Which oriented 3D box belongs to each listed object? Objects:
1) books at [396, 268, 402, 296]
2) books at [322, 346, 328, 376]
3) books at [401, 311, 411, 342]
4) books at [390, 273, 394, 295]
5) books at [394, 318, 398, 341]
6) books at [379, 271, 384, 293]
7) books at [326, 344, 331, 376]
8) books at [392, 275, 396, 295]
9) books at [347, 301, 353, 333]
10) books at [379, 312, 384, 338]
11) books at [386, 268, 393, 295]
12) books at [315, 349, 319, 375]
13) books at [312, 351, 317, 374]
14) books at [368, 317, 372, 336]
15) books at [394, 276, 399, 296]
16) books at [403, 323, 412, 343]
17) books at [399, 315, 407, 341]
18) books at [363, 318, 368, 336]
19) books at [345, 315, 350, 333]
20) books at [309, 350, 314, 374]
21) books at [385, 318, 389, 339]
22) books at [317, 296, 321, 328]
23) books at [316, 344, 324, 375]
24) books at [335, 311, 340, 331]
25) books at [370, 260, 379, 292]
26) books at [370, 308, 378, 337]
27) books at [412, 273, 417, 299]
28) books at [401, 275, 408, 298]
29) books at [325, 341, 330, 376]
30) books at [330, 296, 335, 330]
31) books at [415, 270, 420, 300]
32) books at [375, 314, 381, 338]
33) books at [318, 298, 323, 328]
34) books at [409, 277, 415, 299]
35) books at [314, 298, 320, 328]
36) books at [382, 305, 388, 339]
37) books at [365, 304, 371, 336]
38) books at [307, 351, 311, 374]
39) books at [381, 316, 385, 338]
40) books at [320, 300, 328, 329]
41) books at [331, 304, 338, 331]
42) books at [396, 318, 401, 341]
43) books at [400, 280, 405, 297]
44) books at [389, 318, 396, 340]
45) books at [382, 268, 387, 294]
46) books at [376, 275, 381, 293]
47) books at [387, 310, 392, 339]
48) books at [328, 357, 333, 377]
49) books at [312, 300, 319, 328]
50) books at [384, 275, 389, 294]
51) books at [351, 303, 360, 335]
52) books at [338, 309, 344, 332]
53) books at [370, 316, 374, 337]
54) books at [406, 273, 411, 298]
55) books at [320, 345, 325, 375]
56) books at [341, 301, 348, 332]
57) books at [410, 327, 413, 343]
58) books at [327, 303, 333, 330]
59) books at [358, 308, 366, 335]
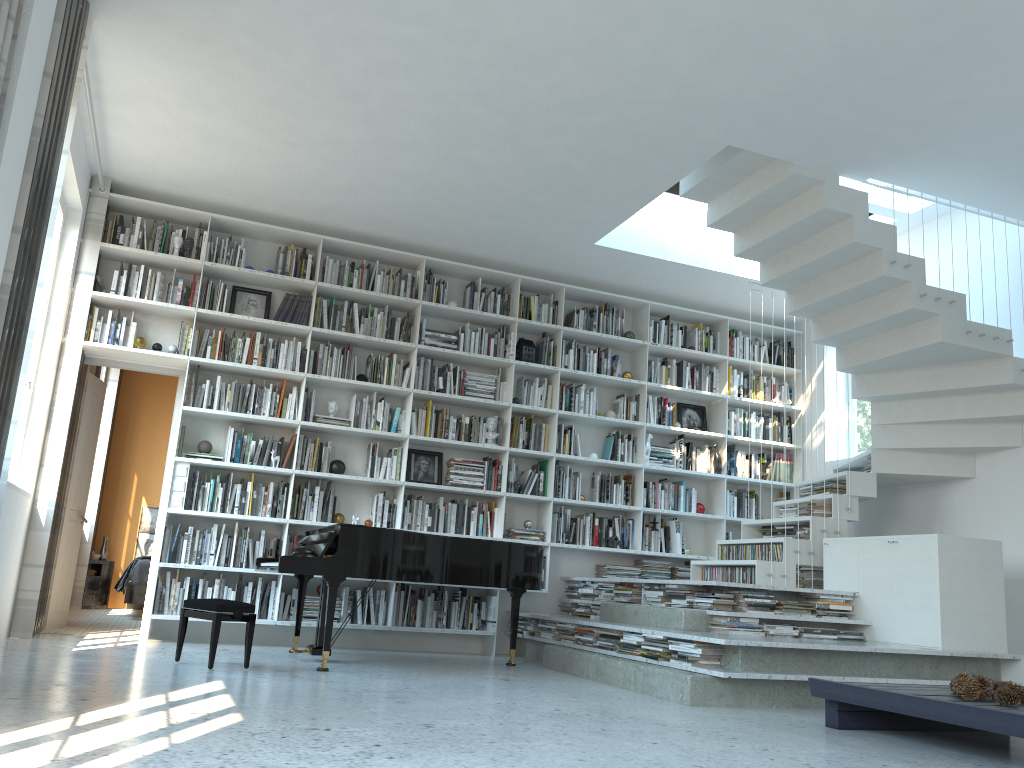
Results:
[{"bbox_3d":[-0.947,-0.798,7.330,0.013,0.285,0.160,9,-13,-20],"label":"books"},{"bbox_3d":[-1.489,-0.150,6.986,0.024,0.261,0.178,9,-13,-20],"label":"books"},{"bbox_3d":[-0.893,-0.439,7.278,0.058,0.302,0.175,9,-13,-20],"label":"books"},{"bbox_3d":[-1.010,-0.781,7.299,0.021,0.228,0.161,9,-13,-20],"label":"books"},{"bbox_3d":[-0.970,-0.410,7.247,0.022,0.222,0.161,9,-13,-20],"label":"books"},{"bbox_3d":[-1.089,-0.794,7.281,0.026,0.235,0.134,9,-13,-20],"label":"books"},{"bbox_3d":[-1.460,-0.158,6.989,0.010,0.283,0.184,9,-13,-20],"label":"books"},{"bbox_3d":[-0.990,-0.770,7.291,0.013,0.206,0.178,9,-13,-20],"label":"books"},{"bbox_3d":[-1.315,-0.505,7.146,0.013,0.314,0.135,9,-13,-20],"label":"books"},{"bbox_3d":[-1.087,-0.445,7.215,0.028,0.260,0.136,9,-13,-20],"label":"books"},{"bbox_3d":[-1.023,-0.803,7.290,0.014,0.266,0.192,9,-13,-20],"label":"books"},{"bbox_3d":[-1.544,-0.145,6.973,0.012,0.239,0.134,9,-13,-20],"label":"books"},{"bbox_3d":[-1.567,-0.135,6.977,0.024,0.219,0.140,9,-13,-20],"label":"books"},{"bbox_3d":[-1.173,-0.430,7.198,0.024,0.212,0.128,9,-13,-20],"label":"books"},{"bbox_3d":[-0.971,-0.764,7.294,0.026,0.199,0.187,9,-13,-20],"label":"books"},{"bbox_3d":[-0.865,-0.384,7.306,0.028,0.211,0.135,9,-13,-20],"label":"books"},{"bbox_3d":[-0.909,-0.422,7.269,0.055,0.263,0.167,9,-13,-20],"label":"books"},{"bbox_3d":[-1.200,-0.424,7.158,0.028,0.179,0.168,9,-13,-20],"label":"books"},{"bbox_3d":[-1.339,-0.444,7.116,0.034,0.180,0.160,9,-13,-20],"label":"books"},{"bbox_3d":[-1.592,-0.142,6.969,0.029,0.224,0.136,9,-13,-20],"label":"books"},{"bbox_3d":[-1.044,-0.414,7.233,0.024,0.213,0.150,9,-13,-20],"label":"books"},{"bbox_3d":[-1.552,-0.537,7.064,0.014,0.308,0.130,9,-13,-20],"label":"books"},{"bbox_3d":[-1.523,-0.163,6.977,0.026,0.279,0.151,9,-13,-20],"label":"books"},{"bbox_3d":[-1.412,-0.466,7.088,0.024,0.201,0.153,9,-13,-20],"label":"books"},{"bbox_3d":[-1.133,-0.840,7.272,0.014,0.314,0.166,9,-13,-20],"label":"books"},{"bbox_3d":[-1.133,-0.464,7.206,0.026,0.286,0.138,9,-13,-20],"label":"books"},{"bbox_3d":[-0.831,-0.772,7.370,0.014,0.266,0.172,9,-13,-20],"label":"books"},{"bbox_3d":[-0.904,-0.767,7.346,0.026,0.236,0.149,9,-13,-20],"label":"books"},{"bbox_3d":[-1.476,-0.172,7.009,0.011,0.316,0.155,9,-13,-20],"label":"books"},{"bbox_3d":[-1.447,-0.531,7.070,0.012,0.314,0.171,9,-13,-20],"label":"books"},{"bbox_3d":[-0.810,-0.780,7.375,0.026,0.288,0.176,9,-13,-20],"label":"books"},{"bbox_3d":[-1.104,-0.435,7.186,0.021,0.225,0.192,9,-13,-20],"label":"books"},{"bbox_3d":[-1.534,-0.529,7.045,0.010,0.286,0.148,9,-13,-20],"label":"books"},{"bbox_3d":[-0.848,-0.756,7.352,0.026,0.225,0.172,9,-13,-20],"label":"books"},{"bbox_3d":[-1.558,-0.530,7.038,0.013,0.283,0.159,9,-13,-20],"label":"books"},{"bbox_3d":[-1.050,-0.469,7.219,0.011,0.312,0.184,9,-13,-20],"label":"books"},{"bbox_3d":[-1.177,-0.484,7.179,0.012,0.307,0.145,9,-13,-20],"label":"books"},{"bbox_3d":[-1.604,-0.141,6.937,0.015,0.207,0.186,9,-13,-20],"label":"books"},{"bbox_3d":[-1.068,-0.428,7.215,0.013,0.230,0.142,9,-13,-20],"label":"books"},{"bbox_3d":[-1.501,-0.516,7.063,0.067,0.274,0.168,9,-13,-20],"label":"books"},{"bbox_3d":[-1.431,-0.492,7.071,0.031,0.241,0.181,9,-13,-20],"label":"books"},{"bbox_3d":[-0.954,-0.411,7.270,0.025,0.236,0.153,9,-13,-20],"label":"books"},{"bbox_3d":[-0.928,-0.747,7.321,0.031,0.184,0.177,9,-13,-20],"label":"books"},{"bbox_3d":[-0.993,-0.412,7.234,0.030,0.217,0.183,9,-13,-20],"label":"books"},{"bbox_3d":[-1.070,-0.807,7.293,0.014,0.268,0.156,9,-13,-20],"label":"books"},{"bbox_3d":[-1.114,-0.777,7.259,0.031,0.189,0.182,9,-13,-20],"label":"books"},{"bbox_3d":[-1.022,-0.447,7.251,0.022,0.290,0.147,9,-13,-20],"label":"books"},{"bbox_3d":[-1.452,-0.105,7.002,0.029,0.186,0.149,9,-13,-20],"label":"books"},{"bbox_3d":[-1.570,-0.522,7.015,0.023,0.255,0.175,9,-13,-20],"label":"books"},{"bbox_3d":[-1.055,-0.775,7.302,0.029,0.213,0.142,9,-13,-20],"label":"books"},{"bbox_3d":[-1.266,-0.489,7.135,0.075,0.285,0.178,9,-13,-20],"label":"books"},{"bbox_3d":[-1.384,-0.472,7.093,0.029,0.218,0.158,9,-13,-20],"label":"books"},{"bbox_3d":[-1.147,-0.431,7.179,0.010,0.208,0.174,9,-13,-20],"label":"books"},{"bbox_3d":[-0.880,-0.773,7.365,0.030,0.260,0.151,9,-13,-20],"label":"books"},{"bbox_3d":[-1.505,-0.160,6.980,0.012,0.275,0.157,9,-13,-20],"label":"books"},{"bbox_3d":[-1.357,-0.505,7.109,0.023,0.292,0.156,9,-13,-20],"label":"books"},{"bbox_3d":[-0.847,-0.370,7.318,0.019,0.193,0.098,9,-13,-20],"label":"books"},{"bbox_3d":[-1.463,-0.504,7.068,0.011,0.259,0.157,9,-13,-20],"label":"books"},{"bbox_3d":[-1.225,-0.468,7.164,0.027,0.264,0.169,9,-13,-20],"label":"books"}]
